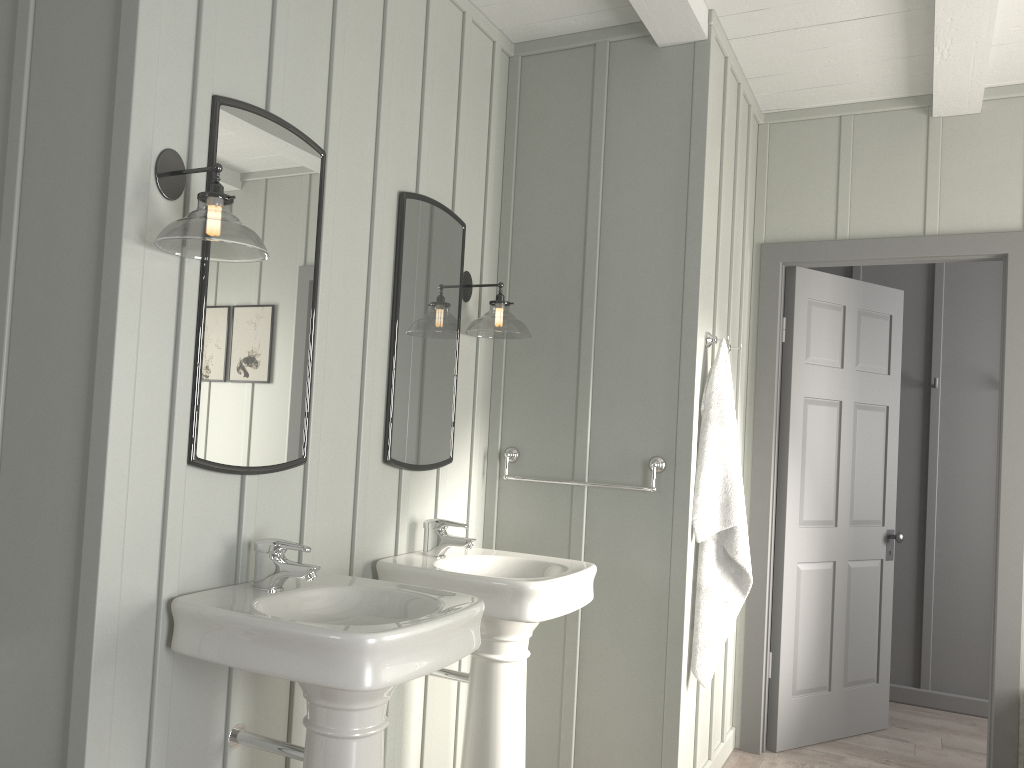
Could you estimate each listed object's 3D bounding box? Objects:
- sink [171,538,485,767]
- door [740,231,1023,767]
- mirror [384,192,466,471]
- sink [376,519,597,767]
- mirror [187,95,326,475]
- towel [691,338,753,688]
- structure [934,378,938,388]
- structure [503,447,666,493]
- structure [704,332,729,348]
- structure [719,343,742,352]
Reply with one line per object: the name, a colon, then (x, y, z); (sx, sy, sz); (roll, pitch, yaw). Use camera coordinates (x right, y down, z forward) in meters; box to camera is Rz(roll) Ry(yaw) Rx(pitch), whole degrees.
sink: (-0.414, 0.878, 1.994); (0.583, 1.012, 0.553); (2, -3, 26)
door: (-0.077, 0.250, 1.029); (4.384, 2.194, 7.563); (2, -4, 26)
mirror: (-0.271, -0.159, 2.871); (0.015, 0.883, 0.412); (2, -3, 25)
sink: (-0.081, 0.940, 2.708); (0.583, 1.012, 0.553); (2, -3, 26)
mirror: (-0.606, -0.221, 2.153); (0.015, 0.883, 0.412); (2, -3, 25)
towel: (0.751, 0.442, 3.082); (0.166, 1.203, 0.309); (2, -3, 31)
structure: (2.249, -0.002, 4.688); (0.020, 0.051, 0.132); (2, -3, 25)
structure: (0.237, 0.301, 3.133); (0.620, 0.123, 0.053); (2, -3, 27)
structure: (0.727, -0.156, 3.126); (0.082, 0.056, 0.055); (2, -3, 27)
structure: (0.830, -0.137, 3.348); (0.082, 0.056, 0.055); (2, -3, 27)
